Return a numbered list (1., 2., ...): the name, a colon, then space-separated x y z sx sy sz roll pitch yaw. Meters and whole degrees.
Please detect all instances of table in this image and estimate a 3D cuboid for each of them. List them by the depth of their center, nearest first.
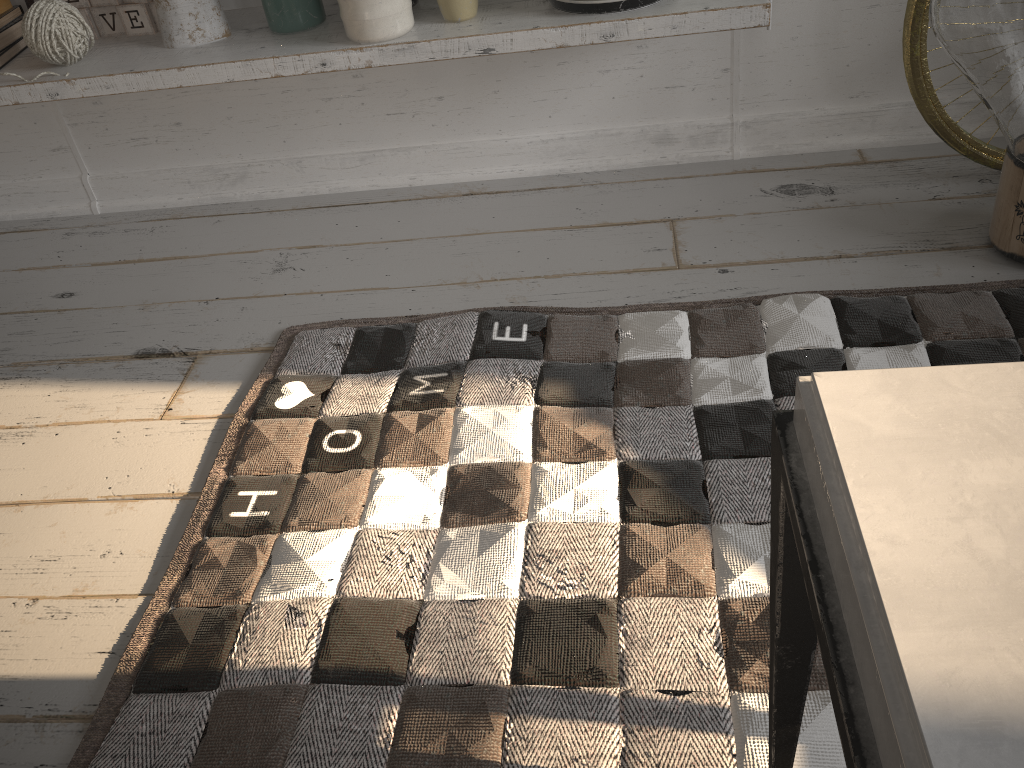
1. table: 0.488 0.635 0.014 0.731 0.495 1.504 -3 39 8

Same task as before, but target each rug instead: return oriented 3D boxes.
1. rug: 0.381 0.677 0.356 1.769 0.033 2.611 -3 39 8

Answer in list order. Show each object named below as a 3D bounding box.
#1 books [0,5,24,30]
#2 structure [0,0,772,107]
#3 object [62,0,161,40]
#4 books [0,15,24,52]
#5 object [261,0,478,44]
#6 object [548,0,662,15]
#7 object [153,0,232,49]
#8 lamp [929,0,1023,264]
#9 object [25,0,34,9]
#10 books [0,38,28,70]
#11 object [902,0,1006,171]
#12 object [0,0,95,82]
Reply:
1. books: -1.106 -0.612 1.584 0.379 0.016 0.236 -5 39 6
2. structure: -0.983 -0.734 1.508 2.774 0.471 0.318 -3 38 8
3. object: -0.698 -0.723 1.594 0.265 0.168 0.081 1 39 13
4. books: -1.100 -0.589 1.589 0.384 0.028 0.268 -3 39 8
5. object: -0.261 -0.796 1.349 0.289 0.472 0.338 -29 42 -23
6. object: 0.110 -1.046 1.069 0.575 1.113 0.423 26 50 37
7. object: -0.571 -0.786 1.407 0.155 0.468 0.141 -4 38 8
8. lamp: 0.810 -0.385 1.264 0.436 0.423 0.442 18 46 31
9. object: -0.892 -0.846 1.564 0.221 0.448 0.019 -3 38 8
10. books: -1.085 -0.574 1.605 0.368 0.020 0.306 -7 39 4
11. object: 1.416 -0.751 1.185 1.625 0.939 0.440 -9 38 1
12. object: -1.007 -0.735 1.470 0.545 0.426 0.246 -3 38 8
